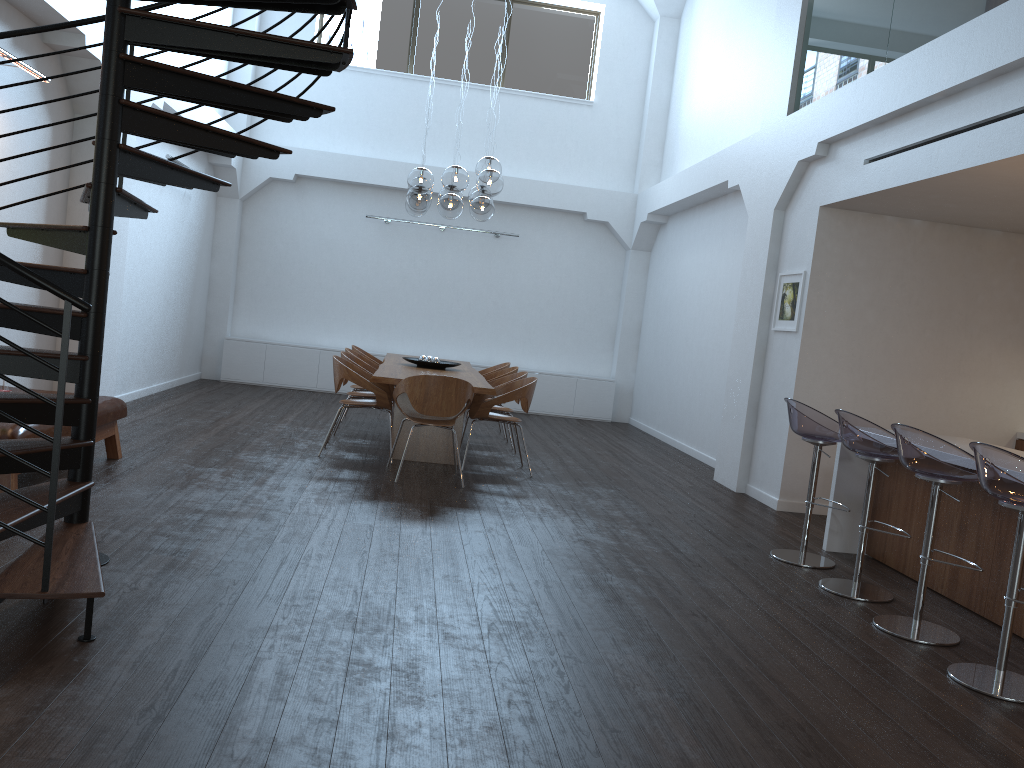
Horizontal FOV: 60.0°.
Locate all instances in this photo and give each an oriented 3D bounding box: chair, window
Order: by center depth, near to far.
[{"bbox_3d":[2.128,0.772,3.732,0.481,1.014,0.530,6,4,-5],"label":"chair"},{"bbox_3d":[2.059,0.720,4.357,0.481,1.014,0.530,6,4,-9],"label":"chair"},{"bbox_3d":[2.005,0.670,4.990,0.481,1.014,0.530,6,4,-9],"label":"chair"},{"bbox_3d":[1.908,0.615,5.613,0.481,1.014,0.530,6,4,-5],"label":"chair"},{"bbox_3d":[-0.629,0.322,6.928,0.629,0.833,0.618,6,4,-12],"label":"chair"},{"bbox_3d":[-1.286,0.197,7.610,0.617,0.830,0.629,6,4,-7],"label":"chair"},{"bbox_3d":[-0.116,0.325,7.743,0.618,0.833,0.629,6,4,-9],"label":"chair"},{"bbox_3d":[-1.364,0.136,8.371,0.618,0.833,0.629,6,4,-5],"label":"chair"},{"bbox_3d":[-0.184,0.264,8.518,0.618,0.833,0.629,6,4,-7],"label":"chair"},{"bbox_3d":[-1.467,0.072,9.126,0.618,0.833,0.629,6,4,-7],"label":"chair"},{"bbox_3d":[-0.268,0.201,9.275,0.618,0.833,0.629,6,4,-7],"label":"chair"},{"bbox_3d":[-1.539,0.009,9.900,0.618,0.833,0.629,6,4,-7],"label":"chair"},{"bbox_3d":[-0.352,0.139,10.035,0.618,0.833,0.629,6,4,-7],"label":"chair"},{"bbox_3d":[-0.773,-5.080,13.093,3.970,1.308,0.005,6,4,-7],"label":"window"}]

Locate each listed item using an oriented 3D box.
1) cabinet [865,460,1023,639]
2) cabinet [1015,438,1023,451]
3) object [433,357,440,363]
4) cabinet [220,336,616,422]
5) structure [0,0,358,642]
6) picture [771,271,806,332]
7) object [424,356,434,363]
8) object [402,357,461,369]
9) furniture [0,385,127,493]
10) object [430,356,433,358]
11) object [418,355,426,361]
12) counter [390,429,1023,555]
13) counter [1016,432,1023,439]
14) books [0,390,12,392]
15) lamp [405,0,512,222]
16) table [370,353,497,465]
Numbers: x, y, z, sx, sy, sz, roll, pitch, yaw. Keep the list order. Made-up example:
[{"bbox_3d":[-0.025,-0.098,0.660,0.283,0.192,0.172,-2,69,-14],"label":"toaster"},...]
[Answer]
[{"bbox_3d":[2.853,0.956,3.780,0.898,0.796,4.493,6,4,-7],"label":"cabinet"},{"bbox_3d":[4.903,0.268,4.882,0.598,2.499,5.299,6,4,-7],"label":"cabinet"},{"bbox_3d":[-0.761,-0.217,8.815,0.100,0.100,0.100,10,5,38],"label":"object"},{"bbox_3d":[-1.294,-0.065,12.875,5.580,0.626,0.478,6,4,-7],"label":"cabinet"},{"bbox_3d":[-1.717,-1.365,3.826,1.998,4.352,1.998,10,5,44],"label":"structure"},{"bbox_3d":[2.346,-0.700,7.535,0.018,0.500,0.500,6,4,-7],"label":"picture"},{"bbox_3d":[-0.818,-0.223,8.733,0.100,0.100,0.100,10,5,38],"label":"object"},{"bbox_3d":[-0.798,-0.198,8.805,0.592,0.066,0.592,10,5,41],"label":"object"},{"bbox_3d":[-3.109,0.330,5.417,0.907,0.453,1.819,6,4,-7],"label":"furniture"},{"bbox_3d":[-0.826,-0.233,8.893,0.100,0.100,0.100,10,5,38],"label":"object"},{"bbox_3d":[-0.883,-0.236,8.810,0.100,0.100,0.100,10,5,38],"label":"object"},{"bbox_3d":[1.775,0.703,5.280,3.039,0.860,8.182,4,5,-36],"label":"counter"},{"bbox_3d":[4.805,0.642,5.363,0.600,0.050,4.387,6,4,-7],"label":"counter"},{"bbox_3d":[-3.291,0.055,5.571,0.224,0.036,0.161,6,4,-13],"label":"books"},{"bbox_3d":[-0.479,-2.592,8.328,0.849,2.140,1.787,6,4,-8],"label":"lamp"},{"bbox_3d":[-0.847,0.206,8.838,1.012,0.750,3.803,6,4,-7],"label":"table"}]
